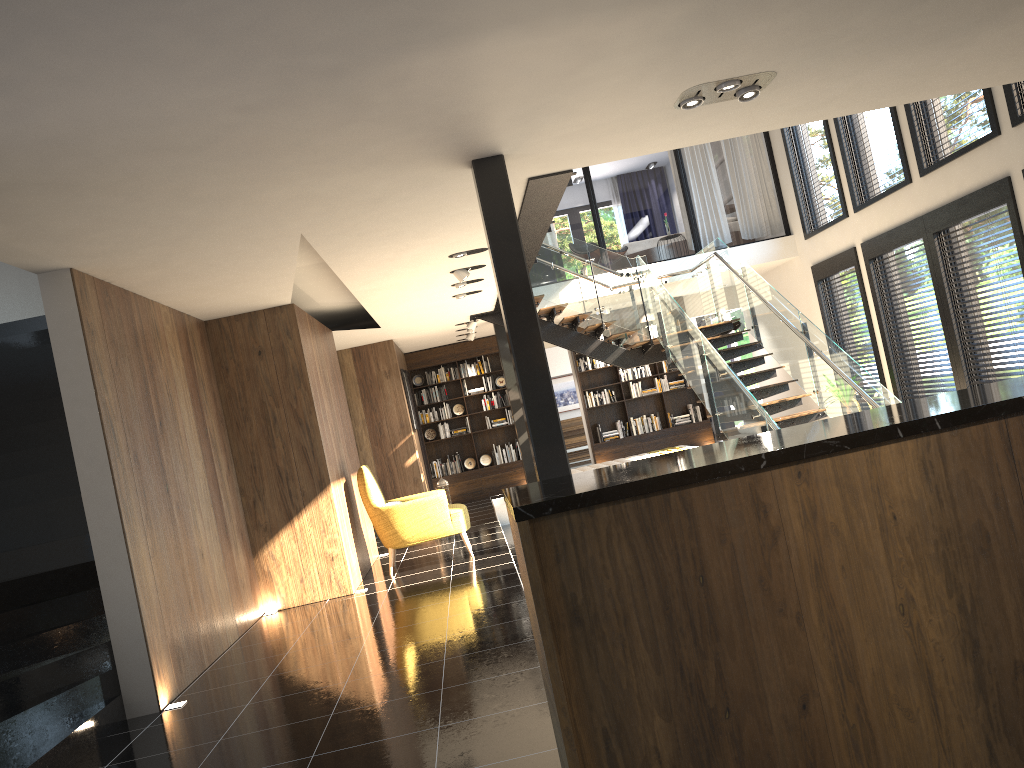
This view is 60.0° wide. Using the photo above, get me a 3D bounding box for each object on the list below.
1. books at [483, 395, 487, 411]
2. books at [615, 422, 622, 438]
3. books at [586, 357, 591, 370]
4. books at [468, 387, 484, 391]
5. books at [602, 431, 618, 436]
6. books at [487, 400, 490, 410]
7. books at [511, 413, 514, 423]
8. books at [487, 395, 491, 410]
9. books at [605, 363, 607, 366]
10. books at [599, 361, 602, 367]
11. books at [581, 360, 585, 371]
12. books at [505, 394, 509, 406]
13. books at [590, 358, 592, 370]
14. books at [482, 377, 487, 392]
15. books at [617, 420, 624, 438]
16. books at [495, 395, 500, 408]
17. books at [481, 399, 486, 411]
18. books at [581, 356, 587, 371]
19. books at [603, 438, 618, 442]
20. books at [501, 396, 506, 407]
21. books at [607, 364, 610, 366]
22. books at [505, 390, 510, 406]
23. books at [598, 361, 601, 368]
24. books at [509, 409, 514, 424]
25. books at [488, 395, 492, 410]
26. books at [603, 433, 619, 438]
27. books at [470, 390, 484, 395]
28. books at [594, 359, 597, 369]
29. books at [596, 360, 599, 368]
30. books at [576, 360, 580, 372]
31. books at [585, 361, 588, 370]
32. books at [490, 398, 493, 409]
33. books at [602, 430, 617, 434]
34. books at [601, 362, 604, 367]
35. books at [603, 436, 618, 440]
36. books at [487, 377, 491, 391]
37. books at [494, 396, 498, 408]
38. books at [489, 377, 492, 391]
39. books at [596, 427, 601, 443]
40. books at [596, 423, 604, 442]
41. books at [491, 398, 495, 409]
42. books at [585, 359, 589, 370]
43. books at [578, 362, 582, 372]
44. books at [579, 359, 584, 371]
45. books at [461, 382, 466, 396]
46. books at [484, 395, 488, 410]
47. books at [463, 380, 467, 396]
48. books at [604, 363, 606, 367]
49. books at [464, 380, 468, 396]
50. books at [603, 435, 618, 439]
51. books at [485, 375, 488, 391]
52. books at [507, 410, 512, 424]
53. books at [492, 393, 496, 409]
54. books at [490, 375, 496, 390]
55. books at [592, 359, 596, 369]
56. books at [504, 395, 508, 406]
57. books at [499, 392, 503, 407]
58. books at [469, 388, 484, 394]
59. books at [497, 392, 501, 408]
[{"bbox_3d":[-0.466,0.321,15.243,0.025,0.280,0.145,-12,-1,-4],"label":"books"},{"bbox_3d":[1.849,0.802,15.366,0.030,0.284,0.177,-12,-1,-4],"label":"books"},{"bbox_3d":[1.327,-0.358,15.370,0.034,0.245,0.127,-12,-1,-4],"label":"books"},{"bbox_3d":[-0.622,0.097,15.296,0.264,0.021,0.189,-12,-2,-5],"label":"books"},{"bbox_3d":[1.691,0.861,15.385,0.271,0.025,0.156,-12,-2,-3],"label":"books"},{"bbox_3d":[-0.410,0.360,15.232,0.028,0.180,0.130,-12,-1,-4],"label":"books"},{"bbox_3d":[0.006,0.552,15.255,0.013,0.267,0.177,-12,-1,-4],"label":"books"},{"bbox_3d":[-0.397,0.320,15.227,0.014,0.253,0.169,-12,-1,-4],"label":"books"},{"bbox_3d":[1.605,-0.417,15.395,0.032,0.247,0.114,-12,-1,-4],"label":"books"},{"bbox_3d":[1.525,-0.381,15.385,0.034,0.208,0.112,-12,-1,-4],"label":"books"},{"bbox_3d":[1.226,-0.317,15.367,0.021,0.207,0.102,-12,-1,-4],"label":"books"},{"bbox_3d":[-0.088,0.277,15.238,0.020,0.209,0.147,-12,-1,-4],"label":"books"},{"bbox_3d":[1.371,-0.356,15.378,0.052,0.224,0.099,-12,-1,-4],"label":"books"},{"bbox_3d":[-0.475,0.006,15.284,0.023,0.264,0.219,-12,-2,-4],"label":"books"},{"bbox_3d":[1.876,0.784,15.386,0.031,0.310,0.170,-12,-1,-4],"label":"books"},{"bbox_3d":[-0.253,0.297,15.254,0.030,0.239,0.146,-12,-1,-4],"label":"books"},{"bbox_3d":[-0.487,0.361,15.248,0.033,0.211,0.132,-12,-1,-4],"label":"books"},{"bbox_3d":[1.246,-0.346,15.369,0.029,0.254,0.128,-12,-1,-4],"label":"books"},{"bbox_3d":[1.713,0.964,15.386,0.247,0.026,0.148,-12,-2,-4],"label":"books"},{"bbox_3d":[-0.153,0.298,15.262,0.060,0.196,0.119,-12,-1,-4],"label":"books"},{"bbox_3d":[1.643,-0.406,15.362,0.034,0.206,0.168,-12,-1,-4],"label":"books"},{"bbox_3d":[-0.077,0.240,15.255,0.018,0.278,0.114,-12,-1,-4],"label":"books"},{"bbox_3d":[1.496,-0.377,15.375,0.025,0.211,0.126,-12,-1,-4],"label":"books"},{"bbox_3d":[-0.020,0.564,15.300,0.038,0.257,0.138,-12,-1,-4],"label":"books"},{"bbox_3d":[-0.380,0.316,15.219,0.021,0.253,0.167,-12,-1,-4],"label":"books"},{"bbox_3d":[1.698,0.888,15.370,0.287,0.030,0.176,-12,-2,-6],"label":"books"},{"bbox_3d":[-0.610,0.153,15.300,0.239,0.033,0.176,-12,-2,-6],"label":"books"},{"bbox_3d":[1.439,-0.363,15.383,0.025,0.208,0.114,-12,-1,-4],"label":"books"},{"bbox_3d":[1.470,-0.362,15.364,0.032,0.194,0.120,-12,-1,-4],"label":"books"},{"bbox_3d":[1.136,-0.301,15.362,0.030,0.212,0.127,-12,-1,-4],"label":"books"},{"bbox_3d":[1.284,-0.310,15.357,0.030,0.168,0.125,-12,-1,-4],"label":"books"},{"bbox_3d":[-0.353,0.338,15.242,0.026,0.200,0.154,-12,-1,-4],"label":"books"},{"bbox_3d":[1.687,0.837,15.375,0.257,0.024,0.167,-12,-2,-3],"label":"books"},{"bbox_3d":[1.555,-0.389,15.376,0.028,0.211,0.133,-12,-1,-4],"label":"books"},{"bbox_3d":[1.709,0.939,15.371,0.258,0.024,0.167,-12,-2,-3],"label":"books"},{"bbox_3d":[-0.400,0.005,15.273,0.025,0.235,0.232,-12,-2,-4],"label":"books"},{"bbox_3d":[-0.278,0.311,15.228,0.027,0.219,0.139,-12,-1,-4],"label":"books"},{"bbox_3d":[-0.366,-0.003,15.293,0.047,0.237,0.226,-12,-2,-4],"label":"books"},{"bbox_3d":[1.501,0.884,15.376,0.025,0.270,0.156,-12,-1,-4],"label":"books"},{"bbox_3d":[1.523,0.842,15.333,0.028,0.340,0.203,-12,-1,-4],"label":"books"},{"bbox_3d":[-0.323,0.333,15.215,0.032,0.195,0.183,-12,-2,-4],"label":"books"},{"bbox_3d":[1.306,-0.329,15.363,0.021,0.196,0.103,-12,-1,-4],"label":"books"},{"bbox_3d":[1.172,-0.291,15.355,0.037,0.177,0.109,-12,-1,-4],"label":"books"},{"bbox_3d":[1.199,-0.323,15.372,0.030,0.230,0.103,-12,-1,-4],"label":"books"},{"bbox_3d":[-0.834,0.094,15.287,0.028,0.242,0.194,-12,-1,-4],"label":"books"},{"bbox_3d":[-0.442,0.319,15.226,0.019,0.272,0.176,-12,-1,-4],"label":"books"},{"bbox_3d":[-0.810,0.069,15.263,0.027,0.279,0.166,-12,-1,-4],"label":"books"},{"bbox_3d":[1.585,-0.374,15.380,0.025,0.170,0.113,-12,-1,-4],"label":"books"},{"bbox_3d":[-0.789,0.065,15.270,0.016,0.278,0.209,-12,-1,-4],"label":"books"},{"bbox_3d":[1.703,0.916,15.384,0.271,0.025,0.156,-12,-2,-3],"label":"books"},{"bbox_3d":[-0.441,-0.013,15.270,0.049,0.286,0.259,-12,-2,-3],"label":"books"},{"bbox_3d":[-0.043,0.573,15.257,0.014,0.246,0.192,-12,-1,-4],"label":"books"},{"bbox_3d":[-0.307,0.287,15.238,0.020,0.281,0.153,-12,-1,-4],"label":"books"},{"bbox_3d":[-0.327,-0.019,15.280,0.035,0.250,0.196,-12,-1,-4],"label":"books"},{"bbox_3d":[1.418,-0.341,15.352,0.029,0.173,0.138,-12,-1,-4],"label":"books"},{"bbox_3d":[-0.110,0.292,15.255,0.026,0.190,0.121,-12,-1,-4],"label":"books"},{"bbox_3d":[-0.196,0.272,15.234,0.016,0.262,0.155,-12,-1,-4],"label":"books"},{"bbox_3d":[-0.616,0.122,15.287,0.266,0.030,0.210,-12,-2,-3],"label":"books"},{"bbox_3d":[-0.224,0.271,15.240,0.037,0.276,0.179,-12,-1,-4],"label":"books"}]
